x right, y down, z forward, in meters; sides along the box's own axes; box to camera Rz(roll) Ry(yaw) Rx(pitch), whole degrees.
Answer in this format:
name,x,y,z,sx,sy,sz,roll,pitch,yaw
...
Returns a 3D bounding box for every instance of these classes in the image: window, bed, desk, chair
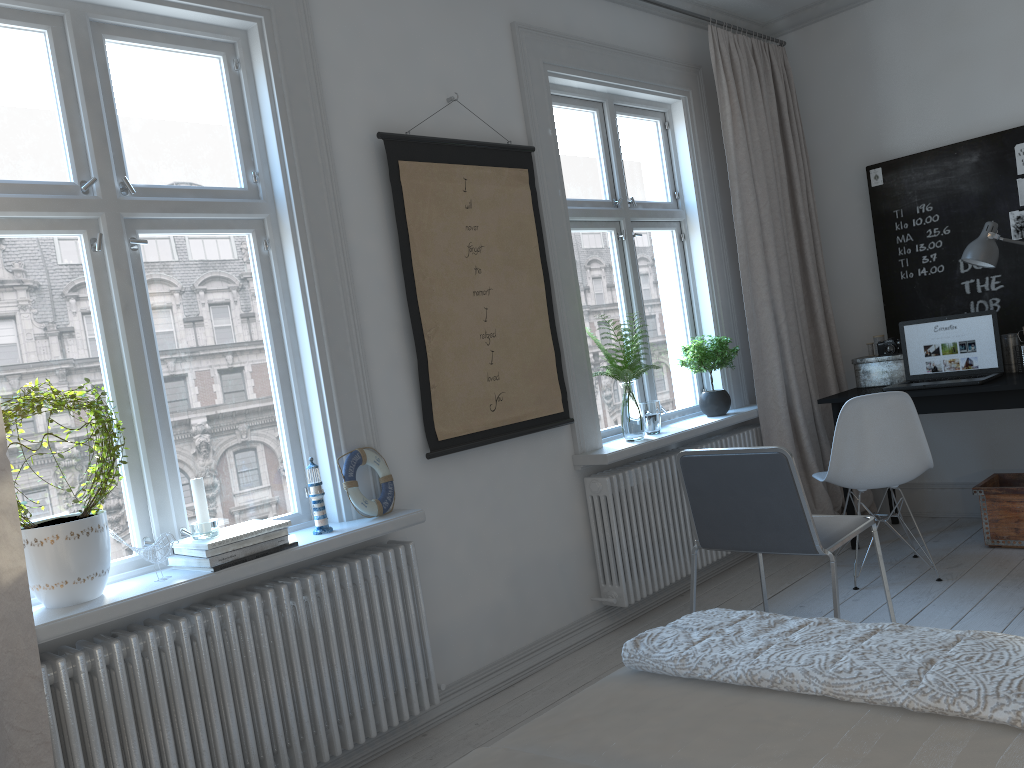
name,x,y,z,sx,sy,sz,roll,pitch,yaw
window,-4.544,0.099,1.317,11.978,7.015,7.964,-7,3,44
bed,0.277,0.614,0.800,1.890,1.047,2.172,-7,3,44
desk,2.186,0.361,4.186,1.160,0.759,0.650,-7,3,44
window,-16.047,0.064,5.855,26.571,15.034,25.597,-7,3,44
chair,0.936,0.568,3.066,0.562,0.798,0.524,-6,4,44
chair,1.586,0.428,3.882,0.474,0.825,0.553,-8,3,9

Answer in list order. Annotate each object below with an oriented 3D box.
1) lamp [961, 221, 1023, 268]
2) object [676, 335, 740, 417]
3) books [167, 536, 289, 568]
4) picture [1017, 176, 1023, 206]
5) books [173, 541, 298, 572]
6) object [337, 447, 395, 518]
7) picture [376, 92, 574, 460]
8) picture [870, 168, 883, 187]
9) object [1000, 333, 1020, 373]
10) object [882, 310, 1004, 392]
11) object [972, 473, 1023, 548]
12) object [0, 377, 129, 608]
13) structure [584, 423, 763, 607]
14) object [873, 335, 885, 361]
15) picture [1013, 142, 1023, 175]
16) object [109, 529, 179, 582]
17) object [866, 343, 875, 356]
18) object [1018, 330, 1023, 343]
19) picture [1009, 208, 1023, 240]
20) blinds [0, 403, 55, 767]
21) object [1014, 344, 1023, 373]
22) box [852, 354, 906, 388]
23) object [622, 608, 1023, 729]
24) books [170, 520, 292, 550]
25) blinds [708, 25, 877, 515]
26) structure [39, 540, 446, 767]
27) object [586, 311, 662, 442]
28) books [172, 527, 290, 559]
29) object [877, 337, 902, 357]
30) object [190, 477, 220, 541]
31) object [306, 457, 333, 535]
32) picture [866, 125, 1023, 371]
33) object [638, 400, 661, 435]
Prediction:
name,x,y,z,sx,sy,sz,roll,pitch,yaw
lamp,2.386,-0.408,4.013,0.617,0.716,0.229,-8,3,15
object,0.978,-0.044,4.390,0.309,0.407,0.271,-8,3,4
books,-0.804,0.471,2.517,0.207,0.025,0.262,-7,2,37
picture,2.459,-0.921,4.225,0.084,0.146,0.002,-6,4,44
books,-0.784,0.486,2.518,0.219,0.013,0.272,-7,2,41
object,-0.461,0.318,2.861,0.079,0.227,0.235,-7,3,30
picture,-0.123,-0.435,3.339,0.057,1.314,0.791,-6,4,44
picture,1.931,-1.096,4.698,0.061,0.088,0.004,-6,4,41
object,2.396,-0.146,4.249,0.079,0.188,0.078,-8,3,23
object,1.996,-0.151,4.148,0.446,0.315,0.325,-7,3,44
object,2.476,0.565,3.949,0.665,0.282,0.339,-7,3,44
object,-1.157,0.268,2.240,0.217,0.574,0.384,-7,3,25
structure,0.843,0.567,4.189,0.195,0.547,1.503,-6,3,44
object,1.881,-0.182,4.580,0.056,0.130,0.167,-6,3,43
picture,2.458,-1.082,4.193,0.148,0.154,0.004,-6,4,44
object,-0.976,0.444,2.352,0.196,0.165,0.059,-9,3,4
object,1.888,-0.182,4.665,0.040,0.069,0.039,-7,3,32
object,2.408,-0.161,4.149,0.050,0.198,0.081,-10,3,-21
picture,2.454,-0.767,4.258,0.107,0.150,0.001,-6,4,44
blinds,-1.386,0.031,1.636,0.225,2.649,0.829,-6,4,44
object,2.414,-0.120,4.136,0.108,0.128,0.108,-10,3,-31
box,1.939,-0.075,4.579,0.317,0.152,0.192,-7,3,44
object,0.857,0.468,1.394,1.461,0.104,0.404,-7,3,44
books,-0.797,0.426,2.520,0.203,0.015,0.268,-7,2,41
blinds,1.478,-0.503,4.608,0.225,2.649,0.829,-6,4,44
structure,-0.826,0.877,2.457,0.195,0.547,1.503,-6,3,44
object,0.476,-0.030,3.869,0.304,0.565,0.414,-9,3,-12
books,-0.797,0.446,2.518,0.253,0.022,0.208,-10,3,-45
object,1.901,-0.187,4.465,0.137,0.087,0.073,-7,3,44
object,-0.864,0.343,2.468,0.074,0.173,0.074,-9,3,-1
object,-0.594,0.338,2.702,0.059,0.235,0.060,-9,3,-4
picture,2.329,-0.627,4.449,0.954,1.173,0.063,-6,4,44
object,0.630,0.153,4.015,0.097,0.146,0.097,-11,3,-40
